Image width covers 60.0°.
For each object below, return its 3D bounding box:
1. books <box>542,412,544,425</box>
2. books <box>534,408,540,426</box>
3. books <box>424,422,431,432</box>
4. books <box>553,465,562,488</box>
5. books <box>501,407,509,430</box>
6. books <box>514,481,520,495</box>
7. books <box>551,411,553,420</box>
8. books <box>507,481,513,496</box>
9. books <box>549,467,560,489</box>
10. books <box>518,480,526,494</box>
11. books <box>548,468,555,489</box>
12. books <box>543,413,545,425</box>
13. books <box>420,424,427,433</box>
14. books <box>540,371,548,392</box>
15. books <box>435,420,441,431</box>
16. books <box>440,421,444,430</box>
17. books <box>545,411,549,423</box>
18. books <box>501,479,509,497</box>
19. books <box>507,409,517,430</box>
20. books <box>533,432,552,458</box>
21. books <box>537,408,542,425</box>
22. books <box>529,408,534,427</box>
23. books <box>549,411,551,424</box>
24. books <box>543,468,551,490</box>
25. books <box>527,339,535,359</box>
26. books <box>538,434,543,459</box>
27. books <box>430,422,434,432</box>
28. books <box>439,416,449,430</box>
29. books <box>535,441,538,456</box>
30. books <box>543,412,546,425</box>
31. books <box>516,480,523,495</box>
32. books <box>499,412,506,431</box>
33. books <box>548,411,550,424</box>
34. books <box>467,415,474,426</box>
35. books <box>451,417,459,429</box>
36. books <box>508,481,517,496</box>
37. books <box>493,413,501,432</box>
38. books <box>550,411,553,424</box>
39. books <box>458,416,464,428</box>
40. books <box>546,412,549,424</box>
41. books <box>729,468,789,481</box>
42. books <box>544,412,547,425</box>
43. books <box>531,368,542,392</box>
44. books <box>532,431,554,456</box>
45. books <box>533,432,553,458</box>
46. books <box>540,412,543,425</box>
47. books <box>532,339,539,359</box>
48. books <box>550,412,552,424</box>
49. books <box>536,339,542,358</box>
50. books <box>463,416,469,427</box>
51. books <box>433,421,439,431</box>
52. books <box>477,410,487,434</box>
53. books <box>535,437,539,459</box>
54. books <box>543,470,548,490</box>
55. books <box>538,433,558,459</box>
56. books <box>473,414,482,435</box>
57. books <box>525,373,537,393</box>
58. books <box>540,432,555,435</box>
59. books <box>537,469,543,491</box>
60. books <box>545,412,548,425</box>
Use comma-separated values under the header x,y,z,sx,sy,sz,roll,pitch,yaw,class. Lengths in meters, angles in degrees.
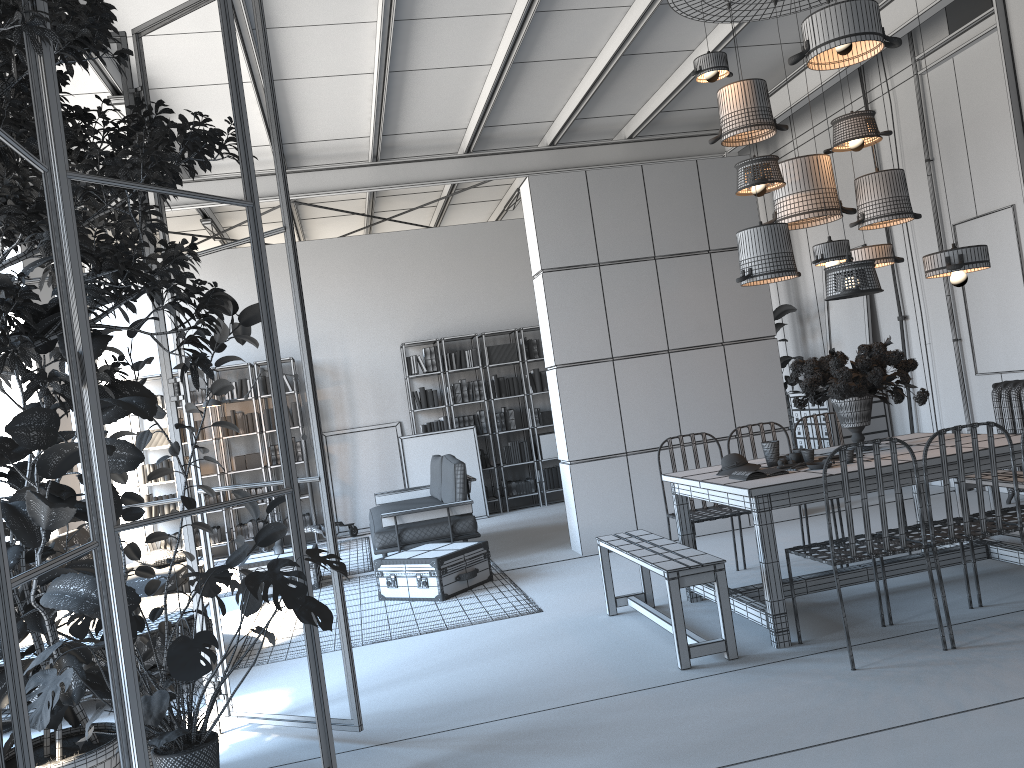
x,y,z,sx,sy,sz,roll,pitch,yaw,class
0.384,0.449,11.386,0.012,0.177,0.134,-8,-1,-10,books
0.308,0.429,11.416,0.053,0.229,0.162,-8,-1,-3,books
-1.050,0.606,11.126,0.043,0.245,0.170,-8,-1,-20,books
0.590,1.198,11.405,0.030,0.295,0.217,-8,-1,-10,books
-0.089,0.446,11.381,0.038,0.303,0.222,-8,-1,-10,books
0.052,1.324,11.299,0.040,0.176,0.242,-8,-1,-10,books
0.508,0.432,11.409,0.012,0.177,0.134,-8,-1,-10,books
-0.048,1.334,11.295,0.047,0.184,0.271,-8,-1,-10,books
0.545,1.210,11.403,0.061,0.283,0.207,-8,-1,-10,books
0.130,1.313,11.313,0.040,0.176,0.242,-8,-1,-10,books
0.491,1.218,11.401,0.047,0.279,0.192,-8,-1,-10,books
0.396,0.447,11.388,0.012,0.177,0.134,-8,-1,-10,books
-1.101,0.621,11.111,0.053,0.229,0.162,-8,-1,-13,books
0.402,-0.031,11.381,0.091,0.266,0.195,-8,-1,-10,books
-0.926,0.584,11.160,0.027,0.258,0.189,-8,-1,-20,books
-0.895,0.588,11.171,0.030,0.241,0.194,-8,-1,-24,books
0.452,0.439,11.399,0.012,0.177,0.134,-8,-1,-10,books
-0.089,1.321,11.288,0.033,0.223,0.275,-8,-1,-10,books
-0.019,0.457,11.358,0.091,0.265,0.193,-8,-1,-10,books
0.445,0.800,11.551,0.303,0.326,0.033,-8,-1,-10,books
0.352,0.427,11.418,0.015,0.232,0.176,-8,-1,-10,books
0.253,0.429,11.410,0.043,0.245,0.170,-8,-1,-10,books
0.474,0.436,11.403,0.012,0.177,0.134,-8,-1,-10,books
0.445,1.225,11.392,0.049,0.279,0.195,-8,-1,-10,books
0.240,-0.441,11.376,0.027,0.258,0.189,-8,-1,-10,books
0.496,0.789,11.269,0.303,0.327,0.068,-8,-1,-10,books
-1.011,0.602,11.141,0.029,0.243,0.168,-8,-1,-25,books
-0.851,0.556,11.187,0.048,0.299,0.243,-8,-1,-20,books
0.470,0.795,11.439,0.317,0.315,0.056,-8,-1,-10,books
0.407,0.446,11.391,0.012,0.177,0.134,-8,-1,-10,books
0.091,1.319,11.306,0.040,0.176,0.242,-8,-1,-10,books
-0.131,0.483,11.328,0.057,0.244,0.178,-8,-1,-10,books
0.463,0.438,11.401,0.012,0.177,0.134,-8,-1,-10,books
-0.521,0.527,11.265,0.062,0.265,0.193,-8,-1,-10,books
-0.710,0.553,11.231,0.062,0.265,0.193,-8,-1,-10,books
0.003,1.327,11.299,0.056,0.185,0.260,-8,-1,-10,books
-0.191,0.492,11.328,0.057,0.244,0.178,-8,-1,-10,books
0.497,0.433,11.407,0.012,0.177,0.134,-8,-1,-10,books
-0.648,0.544,11.249,0.062,0.265,0.193,-8,-1,-10,books
0.441,0.441,11.397,0.012,0.177,0.134,-8,-1,-10,books
1.316,0.474,4.743,0.249,0.041,0.202,-8,-1,-12,books
0.418,0.444,11.393,0.012,0.177,0.134,-8,-1,-10,books
0.314,-0.041,11.345,0.071,0.304,0.224,-8,-1,-10,books
0.438,0.802,11.584,0.303,0.326,0.033,-8,-1,-10,books
0.459,0.799,11.501,0.319,0.318,0.068,-8,-1,-10,books
0.373,0.450,11.384,0.012,0.177,0.134,-8,-1,-10,books
0.281,-0.442,11.378,0.054,0.248,0.180,-8,-1,-10,books
0.486,0.435,11.405,0.012,0.177,0.134,-8,-1,-10,books
0.329,-0.447,11.380,0.029,0.243,0.168,-8,-1,-15,books
-0.586,0.536,11.265,0.062,0.265,0.193,-8,-1,-10,books
-0.964,0.594,11.151,0.054,0.248,0.180,-8,-1,-20,books
-0.385,0.487,11.311,0.071,0.303,0.222,-8,-1,-10,books
0.483,0.796,11.393,0.343,0.312,0.040,-8,-1,-10,books
0.402,1.240,11.384,0.040,0.262,0.196,-8,-1,-10,books
0.505,0.786,11.219,0.303,0.326,0.033,-8,-1,-10,books
-0.454,0.519,11.299,0.084,0.267,0.193,-8,-1,-11,books
0.245,-0.009,11.330,0.084,0.268,0.195,-8,-1,-9,books
0.476,0.790,11.315,0.272,0.326,0.027,-8,-1,-10,books
0.367,1.237,11.378,0.030,0.277,0.192,-8,-1,-10,books
0.429,0.443,11.395,0.012,0.177,0.134,-8,-1,-10,books
